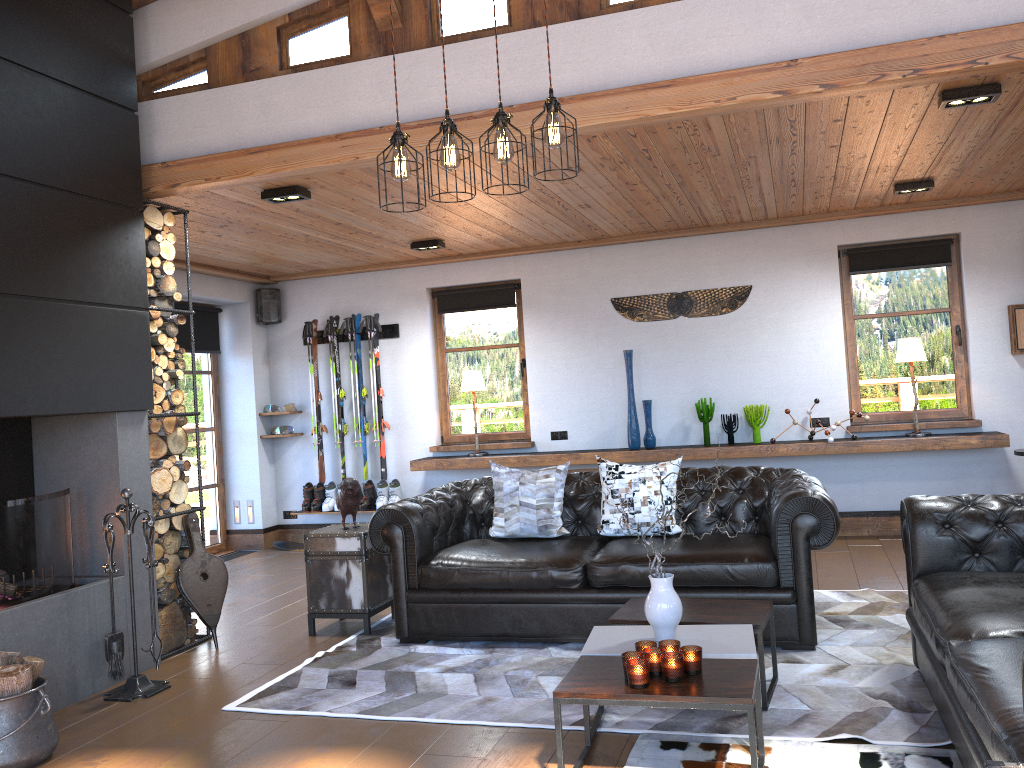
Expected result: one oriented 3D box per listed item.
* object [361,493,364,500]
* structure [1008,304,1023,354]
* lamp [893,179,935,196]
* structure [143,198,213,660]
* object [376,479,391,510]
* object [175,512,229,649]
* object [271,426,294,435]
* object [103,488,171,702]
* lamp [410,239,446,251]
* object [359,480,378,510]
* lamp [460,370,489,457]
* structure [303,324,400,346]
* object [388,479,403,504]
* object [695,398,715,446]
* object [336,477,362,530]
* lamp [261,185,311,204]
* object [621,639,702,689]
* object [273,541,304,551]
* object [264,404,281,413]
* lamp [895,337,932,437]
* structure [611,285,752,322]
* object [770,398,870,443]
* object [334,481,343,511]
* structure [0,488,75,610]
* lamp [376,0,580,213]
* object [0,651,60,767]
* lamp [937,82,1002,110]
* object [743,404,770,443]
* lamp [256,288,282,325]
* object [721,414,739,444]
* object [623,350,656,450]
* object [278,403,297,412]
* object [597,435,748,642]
[{"bbox_3d":[-1.518,1.062,8.457,0.115,0.270,0.254,-5,-1,38],"label":"object"},{"bbox_3d":[4.866,-0.505,6.862,1.840,1.445,0.323,-4,-1,17],"label":"structure"},{"bbox_3d":[2.897,-1.424,6.398,0.259,0.068,0.156,-4,-1,17],"label":"lamp"},{"bbox_3d":[-2.215,0.255,5.251,0.508,2.618,0.505,-4,-1,17],"label":"structure"},{"bbox_3d":[-1.228,1.042,8.374,0.116,0.270,0.253,-4,-1,13],"label":"object"},{"bbox_3d":[-1.833,1.151,5.229,0.263,0.795,0.267,-4,-1,1],"label":"object"},{"bbox_3d":[-2.309,0.459,8.858,0.190,0.084,0.347,-3,-1,-37],"label":"object"},{"bbox_3d":[-1.898,1.029,4.426,0.311,1.018,0.304,-3,-2,-27],"label":"object"},{"bbox_3d":[-0.710,-1.176,7.483,0.259,0.068,0.156,-4,-1,17],"label":"lamp"},{"bbox_3d":[-1.380,1.053,8.450,0.115,0.270,0.254,-5,-1,33],"label":"object"},{"bbox_3d":[-0.253,0.612,8.387,0.244,1.482,0.637,-4,-1,21],"label":"lamp"},{"bbox_3d":[-1.636,-0.484,8.624,1.043,0.135,0.321,-4,-1,17],"label":"structure"},{"bbox_3d":[-1.108,1.034,8.338,0.116,0.270,0.253,-4,-1,13],"label":"object"},{"bbox_3d":[1.661,0.325,7.590,0.159,0.410,0.145,-3,-1,-14],"label":"object"},{"bbox_3d":[-0.991,0.726,5.419,0.151,0.319,0.245,-3,-1,-32],"label":"object"},{"bbox_3d":[-1.378,-1.159,5.404,0.259,0.068,0.156,-4,-1,17],"label":"lamp"},{"bbox_3d":[0.486,0.963,3.059,0.306,0.081,0.243,-3,-1,-34],"label":"object"},{"bbox_3d":[-1.564,1.534,8.507,1.613,0.065,0.310,-4,-1,17],"label":"object"},{"bbox_3d":[-2.400,0.245,8.887,0.188,0.084,0.161,-4,-1,16],"label":"object"},{"bbox_3d":[3.274,0.370,7.301,0.245,1.482,0.634,-4,-1,9],"label":"lamp"},{"bbox_3d":[1.476,-0.694,7.785,1.239,0.240,0.099,-4,-1,17],"label":"structure"},{"bbox_3d":[2.532,0.294,7.311,0.638,0.349,0.528,-5,-1,44],"label":"object"},{"bbox_3d":[-1.634,1.070,8.511,0.115,0.270,0.254,-4,-1,23],"label":"object"},{"bbox_3d":[-2.387,0.804,4.173,0.182,0.514,0.989,-4,-1,18],"label":"structure"},{"bbox_3d":[-0.203,-1.819,3.476,0.800,2.202,0.262,-4,-1,8],"label":"lamp"},{"bbox_3d":[-2.054,1.326,3.583,0.379,0.431,0.389,-5,-2,43],"label":"object"},{"bbox_3d":[2.225,-1.407,4.318,0.259,0.068,0.156,-4,-1,17],"label":"lamp"},{"bbox_3d":[2.077,0.336,7.531,0.184,0.332,0.197,-3,-1,-23],"label":"object"},{"bbox_3d":[-2.445,-0.778,8.904,0.212,0.349,0.215,-4,-1,17],"label":"lamp"},{"bbox_3d":[1.865,0.386,7.580,0.130,0.260,0.122,-3,-1,-13],"label":"object"},{"bbox_3d":[1.103,0.133,7.691,0.277,0.862,0.110,-3,-2,-27],"label":"object"},{"bbox_3d":[-2.230,0.234,8.837,0.159,0.084,0.191,-4,-1,16],"label":"object"},{"bbox_3d":[0.603,0.595,3.444,0.613,0.808,0.410,-4,-1,28],"label":"object"}]
